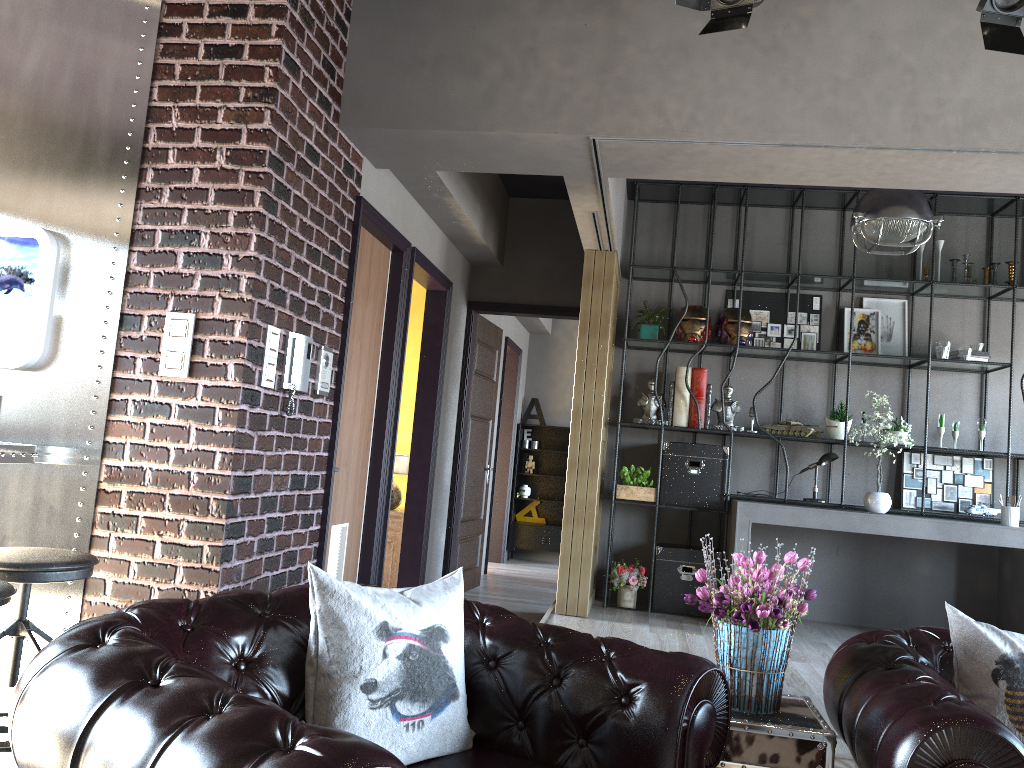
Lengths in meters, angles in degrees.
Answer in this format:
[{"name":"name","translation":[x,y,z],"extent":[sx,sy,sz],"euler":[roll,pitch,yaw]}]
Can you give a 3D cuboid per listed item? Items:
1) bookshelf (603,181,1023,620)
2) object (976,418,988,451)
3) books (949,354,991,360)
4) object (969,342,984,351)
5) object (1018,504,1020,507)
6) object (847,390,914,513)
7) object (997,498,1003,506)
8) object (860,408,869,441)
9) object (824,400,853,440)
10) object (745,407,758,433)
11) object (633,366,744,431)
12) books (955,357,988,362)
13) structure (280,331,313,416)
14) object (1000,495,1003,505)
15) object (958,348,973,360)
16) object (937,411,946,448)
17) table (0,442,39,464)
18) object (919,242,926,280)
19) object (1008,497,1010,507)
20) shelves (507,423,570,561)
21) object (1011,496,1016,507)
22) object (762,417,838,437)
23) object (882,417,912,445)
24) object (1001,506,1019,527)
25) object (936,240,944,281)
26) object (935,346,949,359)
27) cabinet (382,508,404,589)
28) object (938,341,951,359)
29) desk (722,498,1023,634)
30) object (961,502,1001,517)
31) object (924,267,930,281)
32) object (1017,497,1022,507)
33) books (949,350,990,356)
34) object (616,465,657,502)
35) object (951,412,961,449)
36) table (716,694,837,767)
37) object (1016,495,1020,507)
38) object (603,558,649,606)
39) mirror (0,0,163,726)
[{"name":"bookshelf","translation":[3.057,0.238,6.656],"extent":[4.484,3.287,0.525],"euler":[4,-6,9]},{"name":"object","translation":[3.434,0.373,6.489],"extent":[0.113,0.247,0.113],"euler":[2,-6,28]},{"name":"books","translation":[3.474,-0.198,6.733],"extent":[0.243,0.024,0.175],"euler":[5,-5,5]},{"name":"object","translation":[3.512,-0.273,6.706],"extent":[0.103,0.068,0.103],"euler":[5,-5,2]},{"name":"object","translation":[3.463,0.895,6.111],"extent":[0.068,0.160,0.009],"euler":[3,-6,22]},{"name":"object","translation":[2.583,0.469,6.181],"extent":[0.398,0.853,0.420],"euler":[9,-6,-34]},{"name":"object","translation":[3.424,0.880,6.143],"extent":[0.137,0.190,0.009],"euler":[4,-6,12]},{"name":"object","translation":[2.706,0.321,6.820],"extent":[0.113,0.274,0.113],"euler":[8,-6,-25]},{"name":"object","translation":[2.462,0.271,6.670],"extent":[0.193,0.305,0.136],"euler":[0,-7,43]},{"name":"object","translation":[1.819,0.270,6.712],"extent":[0.093,0.200,0.093],"euler":[5,-5,4]},{"name":"object","translation":[1.381,0.116,6.906],"extent":[0.833,0.467,0.289],"euler":[4,-5,9]},{"name":"books","translation":[3.459,-0.176,6.731],"extent":[0.166,0.024,0.227],"euler":[6,-5,-12]},{"name":"structure","translation":[-0.963,-0.033,4.018],"extent":[0.068,0.371,0.279],"euler":[4,-5,9]},{"name":"object","translation":[3.413,0.872,6.160],"extent":[0.046,0.203,0.023],"euler":[0,-8,45]},{"name":"object","translation":[3.324,-0.211,6.502],"extent":[0.092,0.099,0.092],"euler":[8,-6,-33]},{"name":"object","translation":[3.144,0.333,6.498],"extent":[0.113,0.275,0.113],"euler":[4,-6,13]},{"name":"table","translation":[-2.351,0.716,2.813],"extent":[0.656,1.131,1.596],"euler":[4,-5,9]},{"name":"object","translation":[3.192,-0.914,6.923],"extent":[0.128,0.391,0.128],"euler":[7,-6,-22]},{"name":"object","translation":[3.458,0.867,6.168],"extent":[0.009,0.168,0.061],"euler":[3,-6,21]},{"name":"shelves","translation":[0.486,1.365,10.961],"extent":[0.911,1.680,0.353],"euler":[4,-6,9]},{"name":"object","translation":[3.476,0.877,6.157],"extent":[0.036,0.204,0.023],"euler":[10,-7,-41]},{"name":"object","translation":[2.202,0.324,6.763],"extent":[0.577,0.170,0.206],"euler":[1,-7,44]},{"name":"object","translation":[2.860,0.350,6.621],"extent":[0.235,0.213,0.235],"euler":[9,-6,-36]},{"name":"object","translation":[3.439,0.916,6.123],"extent":[0.110,0.137,0.110],"euler":[3,-5,19]},{"name":"object","translation":[3.292,-0.912,6.836],"extent":[0.128,0.391,0.128],"euler":[8,-6,-31]},{"name":"object","translation":[3.163,-0.223,6.527],"extent":[0.092,0.099,0.092],"euler":[10,-7,-43]},{"name":"cabinet","translation":[-1.499,1.321,7.036],"extent":[1.432,0.751,0.408],"euler":[4,-5,9]},{"name":"object","translation":[3.229,-0.237,6.625],"extent":[0.087,0.155,0.087],"euler":[3,-6,21]},{"name":"desk","translation":[2.650,1.381,6.416],"extent":[2.130,0.887,0.843],"euler":[4,-5,9]},{"name":"object","translation":[3.474,0.920,6.526],"extent":[0.379,0.112,0.351],"euler":[1,-6,42]},{"name":"object","translation":[3.115,-0.810,6.667],"extent":[0.135,0.129,0.135],"euler":[7,-5,-18]},{"name":"object","translation":[3.486,0.864,6.126],"extent":[0.062,0.169,0.009],"euler":[4,-6,8]},{"name":"books","translation":[3.467,-0.226,6.731],"extent":[0.225,0.029,0.179],"euler":[5,-5,1]},{"name":"object","translation":[0.955,0.749,6.745],"extent":[0.304,0.265,0.180],"euler":[4,-5,9]},{"name":"object","translation":[3.381,0.363,6.764],"extent":[0.113,0.302,0.113],"euler":[2,-6,28]},{"name":"table","translation":[0.660,1.225,2.532],"extent":[0.417,0.610,0.405],"euler":[4,-5,9]},{"name":"object","translation":[3.489,0.858,6.139],"extent":[0.052,0.186,0.009],"euler":[4,-6,11]},{"name":"object","translation":[0.862,1.497,6.747],"extent":[0.345,0.363,0.331],"euler":[4,-5,12]},{"name":"mirror","translation":[-2.108,-0.364,3.715],"extent":[1.048,3.465,0.050],"euler":[4,-6,9]}]
